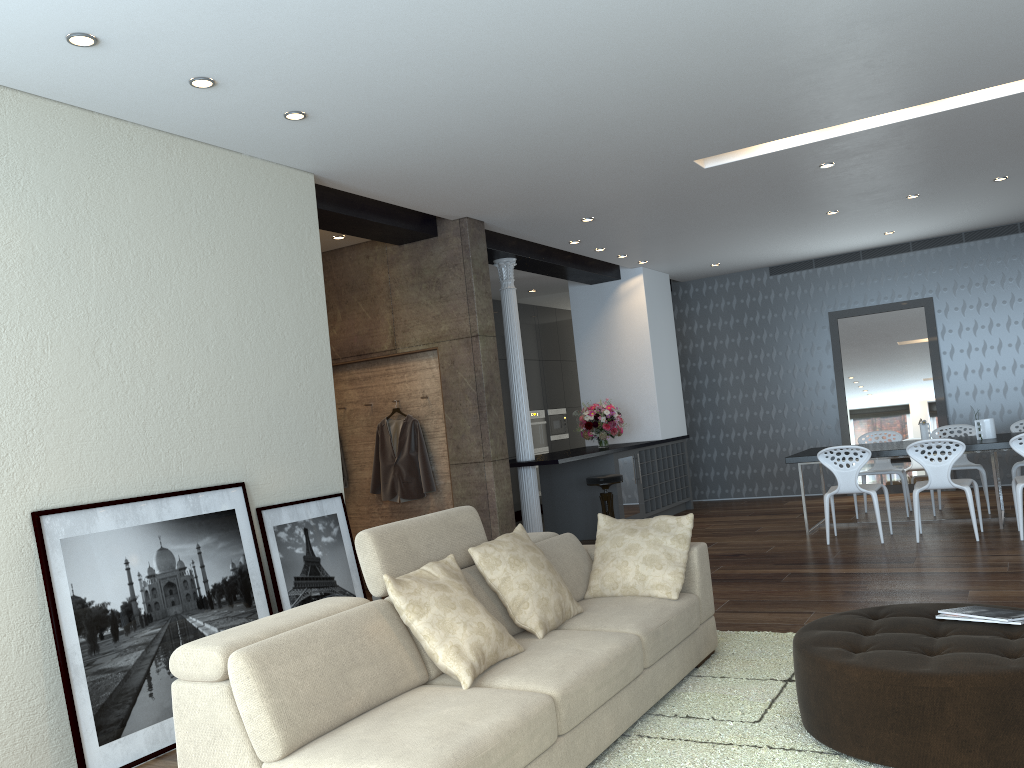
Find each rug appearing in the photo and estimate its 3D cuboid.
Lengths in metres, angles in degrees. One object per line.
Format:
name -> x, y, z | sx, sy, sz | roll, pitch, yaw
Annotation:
rug -> 1.210, 1.282, 2.519 | 2.972, 0.020, 4.231 | -7, -3, 30

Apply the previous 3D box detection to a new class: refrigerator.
refrigerator -> 1.253, 1.101, 9.555 | 0.075, 0.774, 0.578 | -8, -3, 33

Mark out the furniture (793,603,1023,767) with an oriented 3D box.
furniture -> 1.607, 1.089, 3.305 | 1.057, 0.355, 1.057 | -8, -3, 31

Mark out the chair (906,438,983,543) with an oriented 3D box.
chair -> 3.531, 0.847, 7.271 | 0.495, 0.835, 0.581 | -7, -3, 30

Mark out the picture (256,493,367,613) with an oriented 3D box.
picture -> -1.098, 1.155, 5.095 | 0.195, 0.988, 0.700 | -7, -3, 30

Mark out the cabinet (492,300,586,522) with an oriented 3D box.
cabinet -> -0.523, 0.398, 11.823 | 0.827, 2.980, 7.409 | -7, -3, 30

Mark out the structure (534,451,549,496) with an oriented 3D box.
structure -> 0.187, 1.299, 12.635 | 0.591, 0.596, 0.595 | -7, -3, 30

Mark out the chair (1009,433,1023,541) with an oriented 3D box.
chair -> 4.163, 0.764, 6.900 | 0.495, 0.835, 0.581 | -7, -3, 30

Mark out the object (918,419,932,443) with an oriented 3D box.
object -> 3.763, 0.427, 8.101 | 0.076, 0.233, 0.161 | -7, -3, 11

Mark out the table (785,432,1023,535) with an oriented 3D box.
table -> 4.322, 0.844, 7.862 | 3.400, 0.733, 1.200 | -7, -3, 30

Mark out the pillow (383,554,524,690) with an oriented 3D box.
pillow -> -0.230, 0.887, 3.403 | 0.368, 0.416, 0.519 | -7, -3, 25

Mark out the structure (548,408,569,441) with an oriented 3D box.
structure -> 0.469, 0.623, 13.271 | 0.528, 0.452, 0.595 | -7, -3, 30

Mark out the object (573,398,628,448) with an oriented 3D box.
object -> 0.993, 0.439, 9.928 | 0.570, 0.552, 0.544 | -8, -3, 36

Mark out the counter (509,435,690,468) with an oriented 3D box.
counter -> 0.908, 0.743, 9.911 | 1.000, 0.040, 3.700 | -7, -3, 30

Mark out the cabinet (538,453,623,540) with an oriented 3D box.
cabinet -> 0.873, 1.210, 9.741 | 0.900, 0.897, 0.642 | -7, -3, 30

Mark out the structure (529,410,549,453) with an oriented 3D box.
structure -> 0.125, 0.702, 12.663 | 0.591, 0.596, 0.595 | -7, -3, 30

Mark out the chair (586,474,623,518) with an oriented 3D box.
chair -> 3.412, 1.022, 6.504 | 21.556, 0.952, 16.134 | -7, -3, 30

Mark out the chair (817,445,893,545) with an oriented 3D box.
chair -> 2.928, 0.927, 7.621 | 0.495, 0.835, 0.581 | -7, -3, 30

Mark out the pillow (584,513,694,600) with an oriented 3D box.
pillow -> 0.651, 0.857, 4.495 | 0.518, 0.393, 0.395 | -7, -3, 26

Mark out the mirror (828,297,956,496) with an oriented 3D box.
mirror -> 4.581, 0.168, 10.761 | 1.200, 2.294, 0.240 | -7, -3, 30

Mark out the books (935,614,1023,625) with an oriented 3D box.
books -> 1.821, 0.892, 3.402 | 0.300, 0.031, 0.219 | -9, -4, 45

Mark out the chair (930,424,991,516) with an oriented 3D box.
chair -> 4.352, 0.826, 8.656 | 0.495, 0.835, 0.581 | -7, -3, 30

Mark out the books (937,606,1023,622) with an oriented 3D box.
books -> 1.843, 0.883, 3.414 | 0.220, 0.040, 0.301 | -5, -3, -25

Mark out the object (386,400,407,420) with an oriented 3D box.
object -> -0.985, 0.247, 7.563 | 0.430, 0.219, 0.010 | -7, -3, 30

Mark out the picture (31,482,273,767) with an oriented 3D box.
picture -> -1.600, 1.091, 4.205 | 0.225, 1.140, 1.183 | -7, -3, 30

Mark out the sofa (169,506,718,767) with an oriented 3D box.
sofa -> -0.034, 1.001, 3.719 | 1.021, 0.950, 2.581 | -7, -3, 30

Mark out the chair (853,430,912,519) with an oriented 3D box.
chair -> 3.746, 0.905, 9.002 | 0.495, 0.835, 0.581 | -7, -3, 30

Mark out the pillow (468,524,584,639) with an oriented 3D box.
pillow -> 0.067, 0.871, 3.953 | 0.301, 0.439, 0.534 | -7, -3, 26

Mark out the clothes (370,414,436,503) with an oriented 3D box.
clothes -> -0.961, 0.634, 7.537 | 0.700, 0.735, 0.173 | -7, -3, 28

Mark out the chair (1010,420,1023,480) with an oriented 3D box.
chair -> 4.958, 0.746, 8.309 | 0.495, 0.835, 0.581 | -7, -3, 30

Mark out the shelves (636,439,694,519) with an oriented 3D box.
shelves -> 1.452, 1.197, 10.758 | 0.900, 0.897, 1.700 | -7, -3, 30

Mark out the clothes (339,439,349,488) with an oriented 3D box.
clothes -> -1.728, 0.761, 7.988 | 0.569, 0.855, 0.141 | -8, -3, 30
